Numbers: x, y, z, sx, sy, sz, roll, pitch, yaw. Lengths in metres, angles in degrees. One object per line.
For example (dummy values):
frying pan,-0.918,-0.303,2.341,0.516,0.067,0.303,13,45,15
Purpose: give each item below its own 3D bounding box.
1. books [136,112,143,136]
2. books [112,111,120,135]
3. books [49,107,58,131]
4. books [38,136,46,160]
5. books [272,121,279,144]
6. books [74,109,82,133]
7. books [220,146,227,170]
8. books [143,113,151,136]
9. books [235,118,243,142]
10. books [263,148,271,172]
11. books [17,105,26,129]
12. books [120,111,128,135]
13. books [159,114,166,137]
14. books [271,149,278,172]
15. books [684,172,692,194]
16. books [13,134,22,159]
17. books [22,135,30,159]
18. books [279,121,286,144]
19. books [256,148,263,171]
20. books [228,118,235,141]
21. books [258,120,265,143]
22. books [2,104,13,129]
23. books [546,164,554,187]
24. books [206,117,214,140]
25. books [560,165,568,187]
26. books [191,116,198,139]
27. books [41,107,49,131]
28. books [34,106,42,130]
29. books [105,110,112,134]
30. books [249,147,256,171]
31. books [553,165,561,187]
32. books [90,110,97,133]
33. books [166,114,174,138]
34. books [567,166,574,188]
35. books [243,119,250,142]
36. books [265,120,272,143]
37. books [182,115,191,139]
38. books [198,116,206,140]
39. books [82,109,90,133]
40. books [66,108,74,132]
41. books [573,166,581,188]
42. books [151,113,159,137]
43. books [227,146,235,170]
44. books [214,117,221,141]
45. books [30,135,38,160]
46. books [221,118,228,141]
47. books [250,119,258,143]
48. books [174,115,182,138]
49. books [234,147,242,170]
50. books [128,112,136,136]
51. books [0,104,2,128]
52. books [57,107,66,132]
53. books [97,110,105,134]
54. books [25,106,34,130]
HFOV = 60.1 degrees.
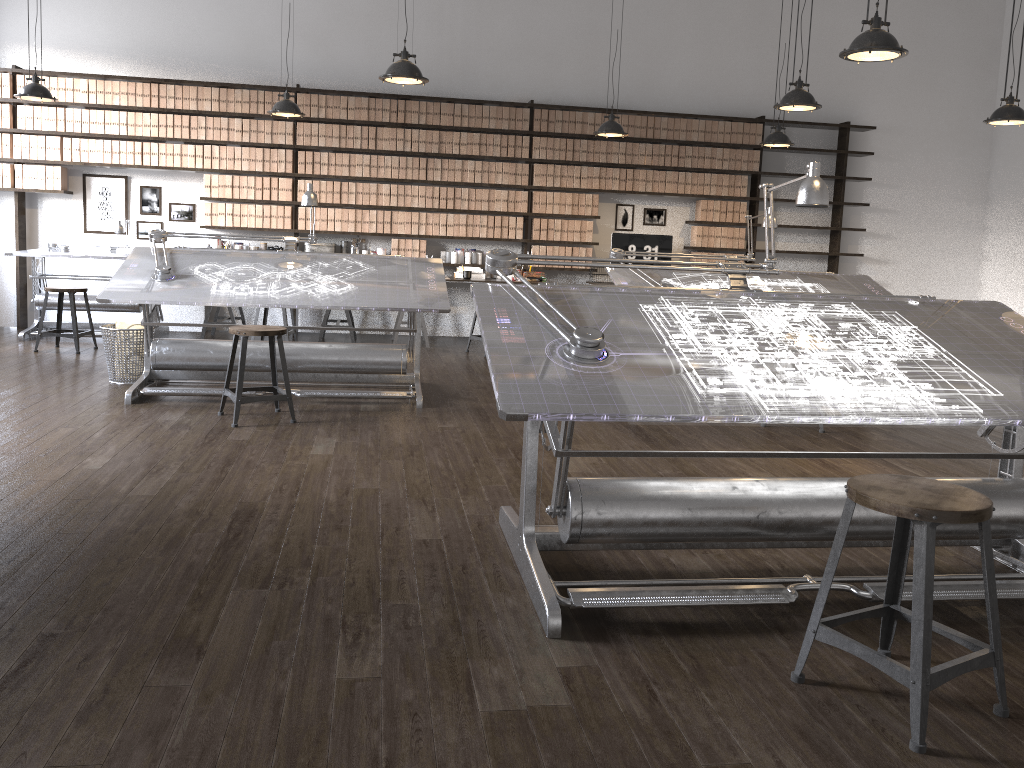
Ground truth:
books,-3.561,-2.483,8.512,0.066,0.224,0.175,1,8,-9
books,-3.770,-2.486,8.476,0.066,0.224,0.176,1,8,-9
books,-4.323,-2.496,8.393,0.066,0.224,0.176,1,8,-9
books,-4.435,-2.233,8.406,0.066,0.224,0.176,1,8,-9
books,-2.314,-2.461,8.703,0.066,0.224,0.176,1,8,-9
books,-4.105,-2.492,8.423,0.066,0.224,0.175,1,8,-9
books,-2.810,-2.205,8.660,0.066,0.224,0.175,1,8,-9
books,-3.491,-2.481,8.519,0.066,0.224,0.175,1,8,-9
books,-2.659,-2.466,8.648,0.066,0.224,0.176,1,8,-9
books,-2.405,-2.198,8.722,0.066,0.224,0.176,1,8,-9
books,-4.593,-2.501,8.348,0.066,0.224,0.175,1,8,-9
books,-3.698,-2.485,8.485,0.067,0.224,0.176,1,8,-9
books,-3.348,-2.478,8.538,0.067,0.224,0.176,1,8,-9
books,-2.335,-2.196,8.733,0.066,0.224,0.175,1,8,-9
books,1.837,-2.121,9.377,0.066,0.224,0.175,1,8,-9
books,-4.643,-2.236,8.369,0.066,0.224,0.176,1,8,-9
books,-4.572,-2.236,8.383,0.066,0.224,0.175,1,8,-9
books,-2.252,-2.459,8.711,0.066,0.224,0.176,1,8,-9
books,-2.471,-2.198,8.706,0.067,0.224,0.176,1,8,-9
books,-2.721,-2.468,8.640,0.066,0.224,0.176,1,8,-9
books,-2.449,-2.463,8.685,0.066,0.224,0.175,1,8,-9
books,-4.726,-2.509,8.330,0.066,0.224,0.175,1,8,-9
books,0.381,-2.147,9.148,0.066,0.224,0.176,1,8,-9
books,-2.924,-2.472,8.610,0.066,0.224,0.175,1,8,-9
books,0.520,-2.145,9.177,0.066,0.224,0.175,1,8,-9
books,-3.064,-2.474,8.589,0.066,0.224,0.176,1,8,-9
books,-4.387,-2.497,8.381,0.066,0.224,0.176,1,8,-9
books,-4.449,-2.497,8.367,0.067,0.224,0.176,1,8,-9
books,-3.833,-2.487,8.468,0.066,0.224,0.176,1,8,-9
books,-2.538,-2.200,8.700,0.066,0.224,0.176,1,8,-9
books,0.452,-2.146,9.163,0.066,0.224,0.175,1,8,-9
books,-3.965,-2.490,8.448,0.066,0.224,0.176,1,8,-9
books,-3.286,-2.478,8.552,0.066,0.224,0.176,1,8,-9
books,0.590,-2.144,9.186,0.066,0.224,0.176,1,8,-9
books,-2.587,-2.465,8.657,0.067,0.224,0.176,1,8,-9
books,-2.379,-2.461,8.688,0.067,0.224,0.176,1,8,-9
books,-3.137,-2.475,8.572,0.067,0.224,0.176,1,8,-9
books,-2.993,-2.472,8.595,0.066,0.224,0.175,1,8,-9
books,-4.035,-2.491,8.437,0.066,0.224,0.175,1,8,-9
books,-4.176,-2.494,8.416,0.066,0.224,0.176,1,8,-9
books,0.660,-2.142,9.193,0.067,0.224,0.176,1,8,-9
books,-3.419,-2.479,8.527,0.066,0.224,0.176,1,8,-9
books,-2.741,-2.204,8.669,0.066,0.224,0.176,1,8,-9
books,-2.854,-2.470,8.621,0.066,0.224,0.176,1,8,-9
books,-4.504,-2.235,8.397,0.066,0.224,0.175,1,8,-9
books,-2.786,-2.468,8.625,0.067,0.224,0.176,1,8,-9
books,-2.518,-2.464,8.672,0.066,0.224,0.176,1,8,-9
books,-3.211,-2.477,8.566,0.066,0.224,0.176,1,8,-9
books,-2.671,-2.202,8.676,0.067,0.224,0.176,1,8,-9
books,-3.629,-2.484,8.500,0.066,0.224,0.176,1,8,-9
books,-4.796,-2.510,8.319,0.066,0.224,0.176,1,8,-9
books,-4.249,-2.494,8.399,0.067,0.224,0.176,1,8,-9
books,-3.898,-2.488,8.453,0.067,0.224,0.176,1,8,-9
books,-4.521,-2.499,8.356,0.066,0.224,0.176,1,8,-9
